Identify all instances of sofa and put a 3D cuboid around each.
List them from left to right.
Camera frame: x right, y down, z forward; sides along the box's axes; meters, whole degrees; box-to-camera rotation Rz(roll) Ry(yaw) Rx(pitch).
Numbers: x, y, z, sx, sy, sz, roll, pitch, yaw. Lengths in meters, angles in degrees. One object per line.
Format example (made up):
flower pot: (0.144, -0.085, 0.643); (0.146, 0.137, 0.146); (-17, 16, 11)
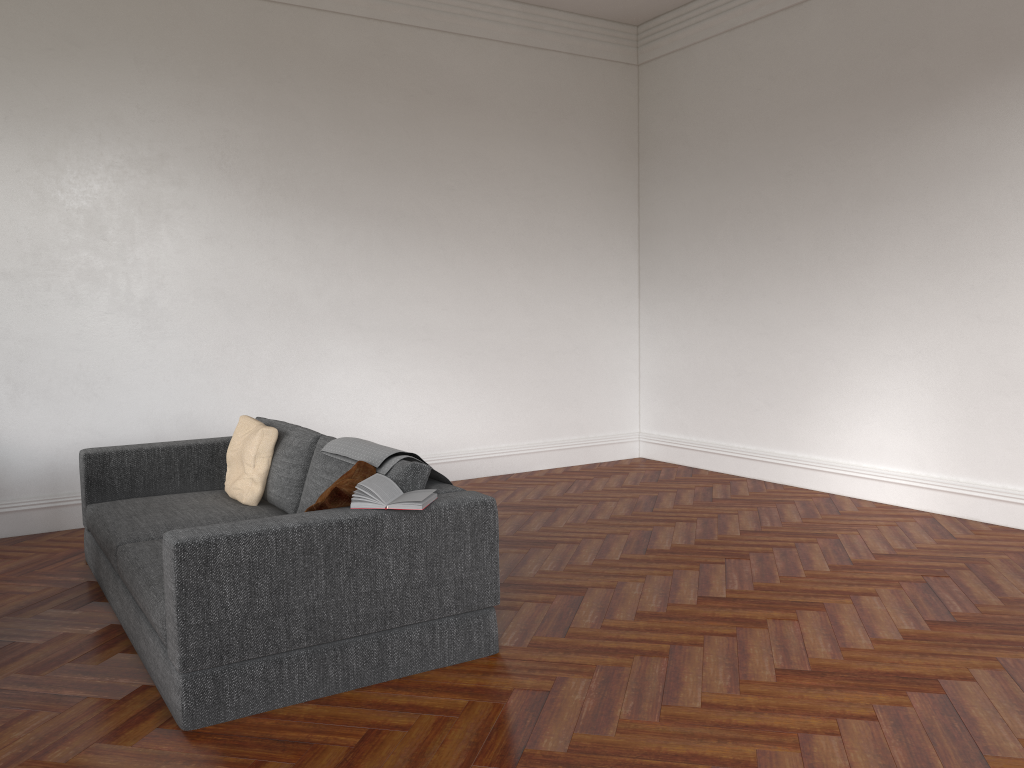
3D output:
sofa: (-1.279, 0.686, 4.350); (1.261, 0.830, 2.641); (-4, 5, -32)

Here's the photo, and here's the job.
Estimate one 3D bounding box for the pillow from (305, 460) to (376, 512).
pillow: (-0.727, 0.537, 3.575); (0.330, 0.397, 0.469); (-1, 5, 5)

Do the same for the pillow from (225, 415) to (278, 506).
pillow: (-1.469, 0.421, 4.932); (0.225, 0.461, 0.485); (-4, 6, -32)

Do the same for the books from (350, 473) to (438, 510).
books: (-0.450, 0.410, 3.401); (0.278, 0.096, 0.224); (0, 5, 10)

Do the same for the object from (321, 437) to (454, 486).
object: (-0.553, 0.454, 4.077); (0.400, 0.388, 0.751); (-4, 5, -32)
